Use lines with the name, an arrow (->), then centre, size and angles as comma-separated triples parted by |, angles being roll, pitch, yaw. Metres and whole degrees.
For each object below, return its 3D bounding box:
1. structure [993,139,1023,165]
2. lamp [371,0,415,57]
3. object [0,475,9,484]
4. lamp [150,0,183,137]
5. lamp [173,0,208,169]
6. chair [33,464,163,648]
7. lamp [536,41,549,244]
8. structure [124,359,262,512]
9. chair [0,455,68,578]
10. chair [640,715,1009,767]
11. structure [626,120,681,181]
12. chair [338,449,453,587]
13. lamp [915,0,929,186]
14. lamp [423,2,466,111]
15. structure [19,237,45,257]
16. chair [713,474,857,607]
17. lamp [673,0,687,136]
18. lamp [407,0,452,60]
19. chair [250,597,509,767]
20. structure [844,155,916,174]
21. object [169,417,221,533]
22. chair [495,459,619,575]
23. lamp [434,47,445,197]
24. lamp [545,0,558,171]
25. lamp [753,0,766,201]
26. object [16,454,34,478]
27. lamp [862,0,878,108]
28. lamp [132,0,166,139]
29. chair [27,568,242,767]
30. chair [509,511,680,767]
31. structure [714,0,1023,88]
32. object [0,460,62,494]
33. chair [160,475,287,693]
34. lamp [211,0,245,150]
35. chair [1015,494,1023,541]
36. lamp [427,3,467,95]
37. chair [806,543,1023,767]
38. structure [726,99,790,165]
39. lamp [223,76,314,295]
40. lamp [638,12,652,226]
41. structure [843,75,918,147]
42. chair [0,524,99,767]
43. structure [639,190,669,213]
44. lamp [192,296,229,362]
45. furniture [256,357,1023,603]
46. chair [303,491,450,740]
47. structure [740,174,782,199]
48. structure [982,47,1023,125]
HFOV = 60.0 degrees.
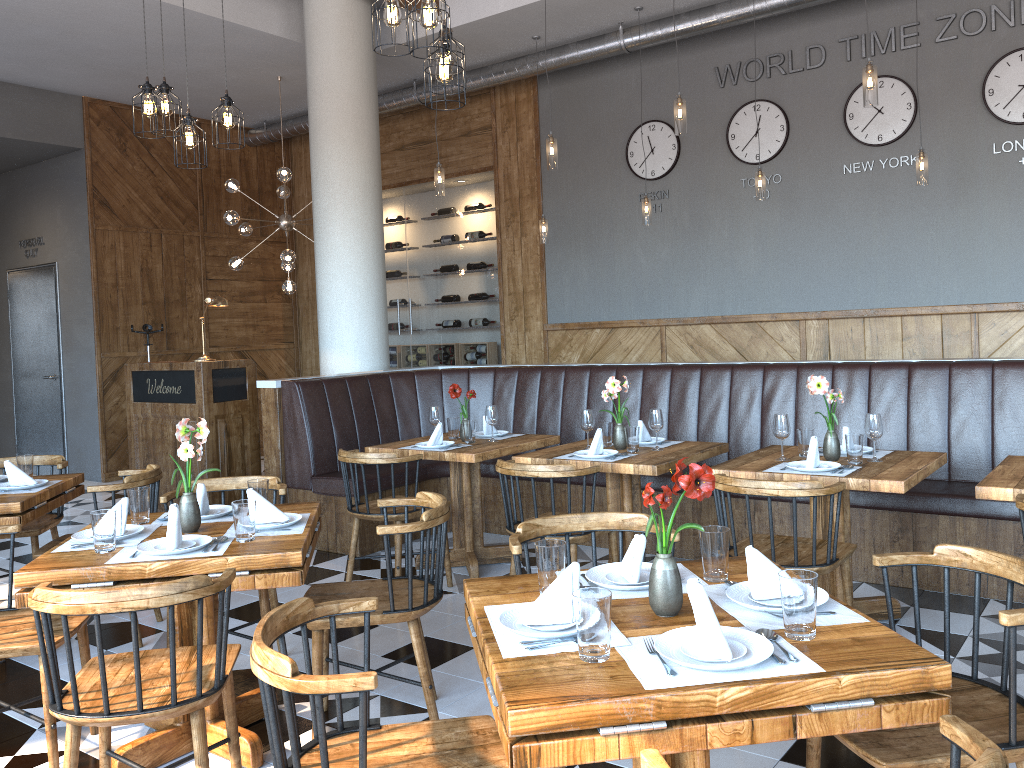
structure -> 3.819, -1.715, 6.561 | 0.443, 0.199, 0.021 | 0, 2, 37
lamp -> -0.568, -2.514, 3.919 | 0.175, 2.069, 0.175 | -2, 1, 20
object -> -2.699, 0.436, 4.527 | 0.352, 0.137, 0.272 | -3, 3, -8
lamp -> -2.109, -2.532, 5.286 | 0.175, 2.069, 0.175 | -3, 1, -10
lamp -> -1.915, -2.301, 5.150 | 0.175, 2.069, 0.175 | -3, 1, -10
chair -> -2.002, 0.841, 4.363 | 0.550, 0.816, 0.520 | -3, 2, -8
lamp -> 0.254, -2.259, 8.051 | 0.078, 1.962, 0.078 | -3, 1, -21
structure -> -2.359, 0.471, 6.725 | 1.045, 1.299, 0.646 | -1, 2, 37
chair -> -2.756, 0.840, 4.913 | 0.519, 0.816, 0.550 | -3, 2, -8
chair -> 0.463, 0.917, 1.393 | 0.519, 0.816, 0.550 | -3, 2, -8
structure -> 1.330, -2.207, 8.373 | 0.560, 0.560, 0.046 | -1, 2, 37
chair -> -0.659, 0.751, 4.918 | 0.519, 0.816, 0.550 | -1, 2, 37
lamp -> 2.813, -2.361, 6.141 | 0.078, 1.962, 0.078 | -1, 1, 44
lamp -> -0.346, -2.299, 4.014 | 0.175, 2.069, 0.175 | -2, 1, 20
structure -> -5.460, -1.555, 10.078 | 0.565, 0.197, 0.025 | 0, 2, 37
chair -> 1.108, 0.755, 3.602 | 0.519, 0.816, 0.550 | -1, 2, 37
lamp -> 1.033, -2.569, 5.620 | 0.078, 1.962, 0.078 | -3, 1, -19
lamp -> -0.395, -2.458, 3.800 | 0.175, 2.069, 0.175 | -2, 1, 9
chair -> -0.268, 0.915, 1.938 | 0.550, 0.816, 0.520 | -3, 2, -8
structure -> 2.989, -1.778, 7.175 | 0.582, 0.079, 0.021 | 0, 2, 37
object -> -1.130, 0.322, 3.149 | 0.146, 0.400, 0.206 | -4, 2, -42
chair -> 0.225, 0.753, 4.260 | 0.519, 0.816, 0.550 | -1, 2, 37
lamp -> -0.596, -2.430, 6.840 | 0.078, 1.962, 0.078 | -3, 1, -21
lamp -> 0.244, -2.486, 6.211 | 0.078, 1.962, 0.078 | -2, 1, 23
lamp -> 1.884, -2.398, 6.831 | 0.078, 1.962, 0.078 | -3, 1, -19
object -> -2.479, 0.430, 4.515 | 0.080, 0.132, 0.080 | -3, 2, -28
lamp -> 1.963, -2.533, 4.930 | 0.078, 1.962, 0.078 | -3, 1, -34
lamp -> -2.126, -2.462, 5.079 | 0.175, 2.069, 0.175 | -3, 1, -21
chair -> -1.028, 0.913, 2.503 | 0.519, 0.816, 0.550 | -3, 2, -8
chair -> 0.276, 0.847, 2.669 | 0.519, 0.816, 0.550 | -3, 2, -8
structure -> 2.926, -2.750, 7.166 | 2.727, 0.199, 0.033 | 0, 2, 37
object -> -2.392, 0.437, 4.307 | 0.272, 0.137, 0.352 | -3, 3, -8
chair -> -1.216, 0.843, 3.779 | 0.519, 0.816, 0.550 | -3, 2, -8
lamp -> -1.728, -2.447, 5.258 | 0.175, 2.069, 0.175 | -3, 1, -43
chair -> 1.992, 0.758, 2.945 | 0.519, 0.816, 0.550 | -1, 2, 37
lamp -> -0.352, -2.443, 4.234 | 0.175, 2.069, 0.175 | -3, 1, -13
chair -> 1.007, 0.849, 2.125 | 0.550, 0.816, 0.520 | -3, 2, -8
structure -> 2.149, -2.205, 7.763 | 0.560, 0.560, 0.046 | -1, 2, 37
lamp -> -2.296, -1.998, 8.938 | 1.186, 2.190, 1.162 | -2, 2, -2
lamp -> 1.094, -2.315, 7.422 | 0.078, 1.962, 0.078 | -2, 1, 23
structure -> 2.969, -2.203, 7.153 | 0.560, 0.560, 0.046 | -1, 2, 37
chair -> -1.759, 0.911, 3.048 | 0.550, 0.816, 0.520 | -3, 2, -8
structure -> 1.349, -1.722, 8.398 | 0.305, 0.197, 0.021 | 0, 2, 37
lamp -> -2.207, -0.276, 6.501 | 0.170, 0.756, 0.446 | -2, 2, 12
furniture -> 1.447, 0.488, 5.017 | 6.584, 1.149, 1.921 | 0, 4, 37
chair -> -0.485, 0.845, 3.235 | 0.550, 0.816, 0.520 | -3, 2, -8
structure -> 2.188, -1.720, 7.774 | 0.369, 0.199, 0.021 | 0, 2, 37
structure -> 3.789, -2.201, 6.543 | 0.560, 0.560, 0.046 | -1, 2, 37
